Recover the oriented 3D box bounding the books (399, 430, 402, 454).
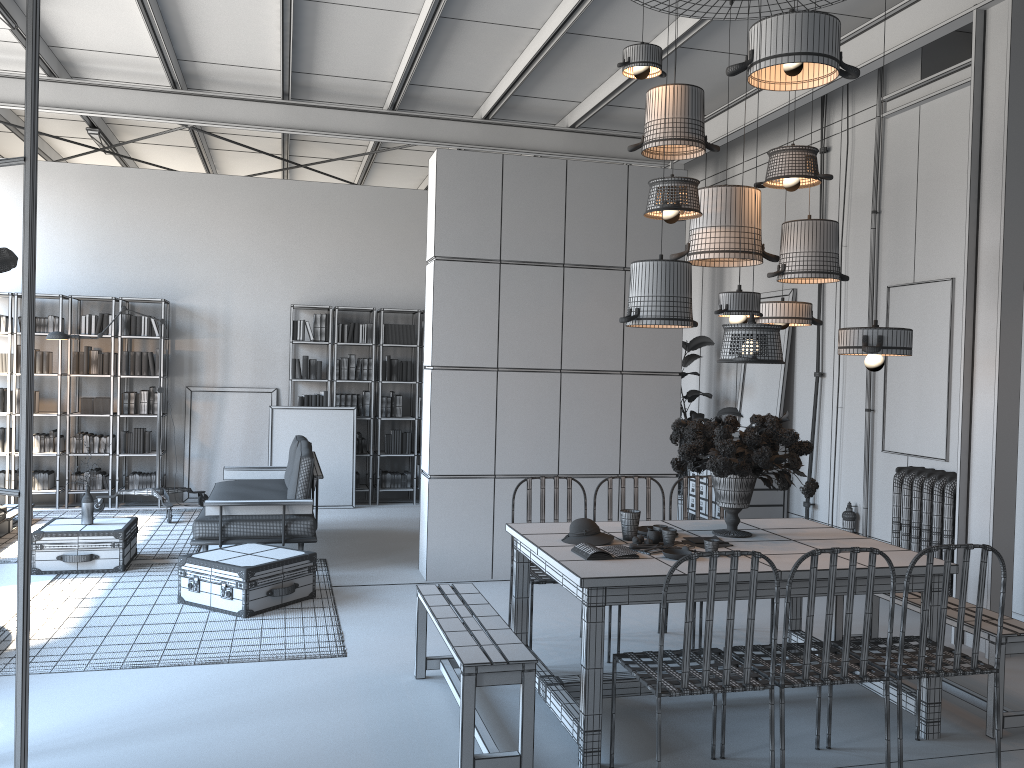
[{"bbox_3d":[-1.321,0.678,10.410,0.027,0.278,0.202,1,1,-14],"label":"books"}]

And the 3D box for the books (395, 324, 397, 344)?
[{"bbox_3d":[-1.365,-0.578,10.331,0.016,0.240,0.182,1,1,-14],"label":"books"}]

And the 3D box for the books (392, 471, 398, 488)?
[{"bbox_3d":[-1.384,1.131,10.456,0.040,0.176,0.242,1,1,-14],"label":"books"}]

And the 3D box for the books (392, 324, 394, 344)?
[{"bbox_3d":[-1.396,-0.578,10.323,0.016,0.240,0.182,1,1,-14],"label":"books"}]

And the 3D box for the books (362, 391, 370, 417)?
[{"bbox_3d":[-1.712,0.232,10.405,0.071,0.303,0.222,1,1,-14],"label":"books"}]

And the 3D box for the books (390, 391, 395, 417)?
[{"bbox_3d":[-1.419,0.238,10.495,0.038,0.303,0.222,1,1,-14],"label":"books"}]

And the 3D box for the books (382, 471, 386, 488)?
[{"bbox_3d":[-1.522,1.123,10.435,0.047,0.184,0.271,1,1,-14],"label":"books"}]

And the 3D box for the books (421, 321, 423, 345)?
[{"bbox_3d":[-1.026,-0.600,10.474,0.048,0.299,0.243,1,1,-14],"label":"books"}]

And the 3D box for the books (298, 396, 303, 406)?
[{"bbox_3d":[-2.425,0.253,10.155,0.053,0.229,0.162,1,1,-17],"label":"books"}]

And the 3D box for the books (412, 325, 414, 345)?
[{"bbox_3d":[-1.168,-0.573,10.382,0.016,0.240,0.182,1,1,-14],"label":"books"}]

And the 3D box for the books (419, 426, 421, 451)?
[{"bbox_3d":[-0.965,0.669,10.713,0.303,0.326,0.033,1,1,-14],"label":"books"}]

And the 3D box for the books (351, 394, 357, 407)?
[{"bbox_3d":[-1.849,0.250,10.349,0.062,0.265,0.193,1,1,-14],"label":"books"}]

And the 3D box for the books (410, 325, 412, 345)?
[{"bbox_3d":[-1.198,-0.574,10.374,0.016,0.240,0.182,1,1,-14],"label":"books"}]

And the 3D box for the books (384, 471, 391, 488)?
[{"bbox_3d":[-1.471,1.124,10.442,0.056,0.185,0.260,1,1,-14],"label":"books"}]

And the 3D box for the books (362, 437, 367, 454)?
[{"bbox_3d":[-1.733,0.720,10.345,0.061,0.177,0.246,1,1,-15],"label":"books"}]

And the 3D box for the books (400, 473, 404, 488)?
[{"bbox_3d":[-1.311,1.141,10.476,0.033,0.158,0.241,1,1,-14],"label":"books"}]

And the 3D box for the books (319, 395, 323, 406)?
[{"bbox_3d":[-2.221,0.252,10.229,0.030,0.241,0.194,1,1,-28],"label":"books"}]

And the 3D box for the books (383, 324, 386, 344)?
[{"bbox_3d":[-1.487,-0.580,10.300,0.016,0.240,0.182,1,1,-14],"label":"books"}]

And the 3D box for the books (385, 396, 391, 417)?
[{"bbox_3d":[-1.464,0.270,10.440,0.057,0.244,0.178,1,1,-14],"label":"books"}]

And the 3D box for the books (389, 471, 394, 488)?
[{"bbox_3d":[-1.422,1.129,10.446,0.040,0.176,0.242,1,1,-14],"label":"books"}]

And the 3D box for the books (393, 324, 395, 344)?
[{"bbox_3d":[-1.380,-0.578,10.327,0.016,0.240,0.182,1,1,-14],"label":"books"}]

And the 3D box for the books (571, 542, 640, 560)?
[{"bbox_3d":[0.417,0.748,3.983,0.249,0.041,0.202,1,1,-16],"label":"books"}]

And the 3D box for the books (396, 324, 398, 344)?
[{"bbox_3d":[-1.350,-0.577,10.335,0.016,0.240,0.182,1,1,-14],"label":"books"}]

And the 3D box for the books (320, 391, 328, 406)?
[{"bbox_3d":[-2.173,0.228,10.247,0.048,0.299,0.243,1,1,-24],"label":"books"}]

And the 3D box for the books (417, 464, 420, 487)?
[{"bbox_3d":[-1.103,1.093,10.546,0.030,0.277,0.192,1,1,-14],"label":"books"}]

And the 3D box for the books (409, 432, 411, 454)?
[{"bbox_3d":[-1.209,0.694,10.438,0.025,0.254,0.184,1,1,-14],"label":"books"}]

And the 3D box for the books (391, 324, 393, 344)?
[{"bbox_3d":[-1.411,-0.579,10.320,0.016,0.240,0.182,1,1,-14],"label":"books"}]

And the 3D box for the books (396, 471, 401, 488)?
[{"bbox_3d":[-1.345,1.131,10.466,0.040,0.176,0.242,1,1,-14],"label":"books"}]

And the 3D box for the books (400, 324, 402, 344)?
[{"bbox_3d":[-1.304,-0.576,10.347,0.016,0.240,0.182,1,1,-14],"label":"books"}]

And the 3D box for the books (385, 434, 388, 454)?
[{"bbox_3d":[-1.469,0.699,10.370,0.022,0.227,0.165,1,1,-14],"label":"books"}]

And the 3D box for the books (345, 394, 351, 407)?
[{"bbox_3d":[-1.915,0.248,10.344,0.062,0.265,0.193,1,1,-14],"label":"books"}]

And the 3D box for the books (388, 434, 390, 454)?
[{"bbox_3d":[-1.448,0.699,10.377,0.022,0.227,0.165,1,1,-14],"label":"books"}]

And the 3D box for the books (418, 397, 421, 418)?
[{"bbox_3d":[-1.082,0.277,10.549,0.043,0.245,0.170,1,1,-14],"label":"books"}]

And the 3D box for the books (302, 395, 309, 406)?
[{"bbox_3d":[-2.373,0.246,10.174,0.043,0.245,0.170,1,1,-24],"label":"books"}]

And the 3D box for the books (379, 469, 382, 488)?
[{"bbox_3d":[-1.560,1.104,10.424,0.033,0.223,0.275,1,1,-14],"label":"books"}]

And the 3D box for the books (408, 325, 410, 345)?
[{"bbox_3d":[-1.213,-0.574,10.371,0.016,0.240,0.182,1,1,-14],"label":"books"}]

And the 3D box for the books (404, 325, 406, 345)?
[{"bbox_3d":[-1.259,-0.575,10.359,0.016,0.240,0.182,1,1,-14],"label":"books"}]

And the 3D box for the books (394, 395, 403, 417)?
[{"bbox_3d":[-1.350,0.261,10.478,0.091,0.265,0.193,1,1,-14],"label":"books"}]

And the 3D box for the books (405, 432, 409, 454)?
[{"bbox_3d":[-1.233,0.694,10.431,0.025,0.254,0.184,1,1,-14],"label":"books"}]

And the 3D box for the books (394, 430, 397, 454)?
[{"bbox_3d":[-1.374,0.676,10.396,0.027,0.278,0.202,1,1,-14],"label":"books"}]

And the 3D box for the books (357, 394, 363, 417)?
[{"bbox_3d":[-1.785,0.252,10.387,0.084,0.267,0.193,1,1,-16],"label":"books"}]

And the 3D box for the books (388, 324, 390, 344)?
[{"bbox_3d":[-1.441,-0.579,10.312,0.016,0.240,0.182,1,1,-14],"label":"books"}]

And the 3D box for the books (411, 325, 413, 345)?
[{"bbox_3d":[-1.183,-0.574,10.378,0.016,0.240,0.182,1,1,-14],"label":"books"}]

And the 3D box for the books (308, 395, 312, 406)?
[{"bbox_3d":[-2.335,0.248,10.191,0.029,0.243,0.168,1,1,-29],"label":"books"}]

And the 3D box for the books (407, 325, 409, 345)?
[{"bbox_3d":[-1.228,-0.575,10.367,0.016,0.240,0.182,1,1,-14],"label":"books"}]

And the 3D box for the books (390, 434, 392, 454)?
[{"bbox_3d":[-1.425,0.700,10.382,0.022,0.227,0.165,1,1,-14],"label":"books"}]

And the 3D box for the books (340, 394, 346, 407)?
[{"bbox_3d":[-1.976,0.247,10.324,0.062,0.265,0.193,1,1,-14],"label":"books"}]

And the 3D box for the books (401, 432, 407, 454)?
[{"bbox_3d":[-1.283,0.693,10.441,0.057,0.244,0.180,1,1,-14],"label":"books"}]

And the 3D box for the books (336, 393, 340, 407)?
[{"bbox_3d":[-2.037,0.246,10.302,0.062,0.265,0.193,1,1,-14],"label":"books"}]

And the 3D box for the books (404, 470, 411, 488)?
[{"bbox_3d":[-1.241,1.129,10.507,0.047,0.184,0.271,1,1,-14],"label":"books"}]

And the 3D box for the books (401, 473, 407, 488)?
[{"bbox_3d":[-1.279,1.142,10.484,0.033,0.158,0.241,1,1,-14],"label":"books"}]

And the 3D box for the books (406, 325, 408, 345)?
[{"bbox_3d":[-1.244,-0.575,10.363,0.016,0.240,0.182,1,1,-14],"label":"books"}]

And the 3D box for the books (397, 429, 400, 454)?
[{"bbox_3d":[-1.347,0.677,10.402,0.027,0.278,0.202,1,1,-14],"label":"books"}]

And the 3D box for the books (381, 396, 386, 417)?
[{"bbox_3d":[-1.524,0.268,10.436,0.057,0.244,0.178,1,1,-14],"label":"books"}]

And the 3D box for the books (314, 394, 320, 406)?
[{"bbox_3d":[-2.250,0.243,10.216,0.027,0.258,0.189,1,1,-24],"label":"books"}]

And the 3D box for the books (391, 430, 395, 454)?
[{"bbox_3d":[-1.400,0.676,10.388,0.027,0.278,0.202,1,1,-14],"label":"books"}]

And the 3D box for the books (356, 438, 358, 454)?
[{"bbox_3d":[-1.824,0.717,10.316,0.048,0.180,0.257,1,1,-14],"label":"books"}]

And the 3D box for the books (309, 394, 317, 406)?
[{"bbox_3d":[-2.289,0.247,10.205,0.054,0.248,0.180,1,1,-24],"label":"books"}]

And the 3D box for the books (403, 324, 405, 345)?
[{"bbox_3d":[-1.274,-0.576,10.355,0.016,0.240,0.182,1,1,-14],"label":"books"}]

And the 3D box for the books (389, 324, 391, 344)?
[{"bbox_3d":[-1.426,-0.579,10.316,0.016,0.240,0.182,1,1,-14],"label":"books"}]
